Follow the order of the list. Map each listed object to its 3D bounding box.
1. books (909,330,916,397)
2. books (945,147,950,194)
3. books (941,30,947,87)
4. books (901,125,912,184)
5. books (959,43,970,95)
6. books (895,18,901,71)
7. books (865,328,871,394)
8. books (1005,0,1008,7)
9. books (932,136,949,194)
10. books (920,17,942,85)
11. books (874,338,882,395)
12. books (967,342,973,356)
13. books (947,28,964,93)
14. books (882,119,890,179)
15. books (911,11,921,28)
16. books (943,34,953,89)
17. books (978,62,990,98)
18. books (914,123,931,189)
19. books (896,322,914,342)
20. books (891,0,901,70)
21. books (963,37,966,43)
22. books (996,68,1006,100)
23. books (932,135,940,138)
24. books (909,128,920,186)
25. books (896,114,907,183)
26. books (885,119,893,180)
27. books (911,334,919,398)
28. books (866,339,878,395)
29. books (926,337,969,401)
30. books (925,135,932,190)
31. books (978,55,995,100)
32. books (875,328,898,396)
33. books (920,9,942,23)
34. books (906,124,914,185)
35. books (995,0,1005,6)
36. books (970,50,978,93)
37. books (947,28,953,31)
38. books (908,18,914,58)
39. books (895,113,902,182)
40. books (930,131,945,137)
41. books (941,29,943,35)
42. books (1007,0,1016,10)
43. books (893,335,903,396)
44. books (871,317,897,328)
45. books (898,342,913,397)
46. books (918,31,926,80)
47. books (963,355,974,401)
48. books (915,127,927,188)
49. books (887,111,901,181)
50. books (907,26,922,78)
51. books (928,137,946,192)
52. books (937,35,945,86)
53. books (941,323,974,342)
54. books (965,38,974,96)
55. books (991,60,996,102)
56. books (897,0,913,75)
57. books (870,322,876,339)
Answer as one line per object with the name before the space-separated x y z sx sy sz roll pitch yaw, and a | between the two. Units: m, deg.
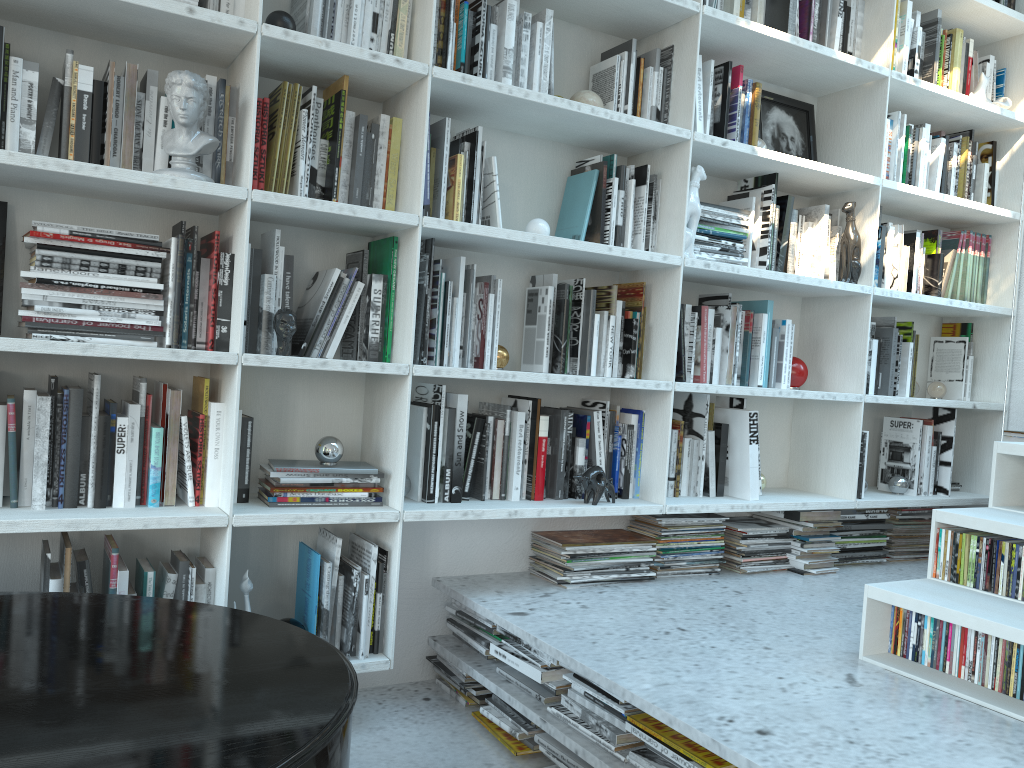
books | 1.482 -0.080 3.435 0.012 0.254 0.160 3 2 -30
books | 1.634 -0.800 3.478 0.028 0.237 0.145 3 2 -30
books | 1.530 -1.172 3.294 0.012 0.238 0.165 3 2 -30
books | 1.417 -0.824 3.327 0.013 0.260 0.158 3 2 -30
books | 1.693 -1.175 3.457 0.022 0.261 0.160 3 2 -30
books | 1.291 -1.169 3.141 0.024 0.205 0.165 3 2 -30
books | 1.251 -0.087 3.291 0.022 0.242 0.151 3 2 -30
books | 1.898 -1.525 3.556 0.014 0.248 0.184 3 2 -30
books | 1.593 -0.812 3.431 0.023 0.258 0.184 3 2 -30
books | 1.473 -1.183 3.244 0.023 0.254 0.189 3 2 -30
books | 1.313 -0.067 3.335 0.025 0.208 0.149 3 2 -30
books | 1.800 -0.053 3.619 0.022 0.237 0.152 3 2 -30
books | 1.559 -1.172 3.325 0.042 0.242 0.247 3 2 -30
books | 1.286 -0.825 3.239 0.023 0.248 0.182 3 2 -30
books | 1.393 -1.193 3.212 0.023 0.264 0.158 3 2 -30
books | 1.546 -1.163 3.292 0.013 0.222 0.174 3 2 -30
books | 1.800 -1.145 3.525 0.023 0.213 0.180 3 2 -30
books | 1.497 -0.831 3.375 0.030 0.284 0.166 3 2 -30
books | 1.459 -0.096 3.408 0.011 0.285 0.161 3 2 -30
books | 1.280 -1.214 3.131 0.010 0.294 0.183 3 2 -30
books | 1.698 -1.192 3.484 0.011 0.294 0.151 3 2 -30
books | 1.898 -1.141 3.571 0.011 0.216 0.170 3 2 -30
books | 1.596 -0.820 3.459 0.010 0.274 0.130 3 2 -30
books | 1.455 -0.821 3.348 0.024 0.259 0.156 3 2 -30
books | 1.384 -0.842 3.307 0.012 0.293 0.165 3 2 -30
books | 1.312 -0.828 3.266 0.026 0.256 0.173 3 2 -30
books | 1.494 -0.072 3.438 0.013 0.240 0.166 3 2 -30
books | 1.275 -0.065 3.300 0.029 0.201 0.172 3 2 -30
books | 1.764 -0.064 3.595 0.012 0.254 0.160 3 2 -30
books | 1.532 -0.814 3.412 0.012 0.254 0.160 3 2 -30
books | 1.839 -1.166 3.557 0.029 0.258 0.163 3 2 -30
books | 1.350 -0.084 3.325 0.027 0.248 0.184 3 2 -30
books | 1.492 -1.203 3.259 0.022 0.297 0.152 3 2 -30
books | 1.429 -0.828 3.344 0.025 0.271 0.152 3 2 -30
books | 1.865 -1.546 3.516 0.014 0.286 0.189 3 2 -30
books | 1.760 -1.168 3.503 0.070 0.254 0.154 3 2 -30
books | 1.614 -1.197 3.419 0.010 0.295 0.165 3 2 -30
books | 1.345 -1.175 3.175 0.049 0.224 0.161 3 2 -30
books | 1.364 -0.845 3.309 0.022 0.297 0.162 3 2 -30
books | 1.614 -0.828 3.464 0.024 0.292 0.132 3 2 -30
books | 1.516 -1.175 3.285 0.022 0.242 0.144 3 2 -30
books | 1.921 -1.518 3.555 0.025 0.237 0.187 3 2 -30
books | 1.404 -0.073 3.382 0.014 0.230 0.172 3 2 -30
books | 1.391 -0.107 3.379 0.013 0.297 0.141 3 2 -30
books | 1.447 -0.057 3.394 0.021 0.205 0.174 3 2 -30
books | 1.442 -1.164 3.249 0.025 0.211 0.134 3 2 -30
books | 1.783 -0.026 3.600 0.028 0.181 0.166 3 2 -30
books | 1.476 -0.821 3.358 0.022 0.263 0.172 3 2 -30
books | 1.337 -0.841 3.263 0.014 0.285 0.185 3 2 -30
books | 1.378 -1.158 3.188 0.024 0.193 0.189 3 2 -30
books | 1.566 -0.807 3.409 0.045 0.245 0.177 3 2 -30
books | 1.502 -1.157 3.272 0.014 0.206 0.184 3 2 -30
books | 1.814 -0.092 3.633 0.013 0.315 0.129 3 2 -30
books | 1.719 -1.187 3.483 0.023 0.287 0.162 3 2 -30
books | 1.868 -1.158 3.574 0.040 0.246 0.160 3 2 -30
books | 1.319 -1.196 3.146 0.026 0.263 0.189 3 2 -30
books | 1.290 -0.098 3.328 0.024 0.267 0.133 3 2 -30
